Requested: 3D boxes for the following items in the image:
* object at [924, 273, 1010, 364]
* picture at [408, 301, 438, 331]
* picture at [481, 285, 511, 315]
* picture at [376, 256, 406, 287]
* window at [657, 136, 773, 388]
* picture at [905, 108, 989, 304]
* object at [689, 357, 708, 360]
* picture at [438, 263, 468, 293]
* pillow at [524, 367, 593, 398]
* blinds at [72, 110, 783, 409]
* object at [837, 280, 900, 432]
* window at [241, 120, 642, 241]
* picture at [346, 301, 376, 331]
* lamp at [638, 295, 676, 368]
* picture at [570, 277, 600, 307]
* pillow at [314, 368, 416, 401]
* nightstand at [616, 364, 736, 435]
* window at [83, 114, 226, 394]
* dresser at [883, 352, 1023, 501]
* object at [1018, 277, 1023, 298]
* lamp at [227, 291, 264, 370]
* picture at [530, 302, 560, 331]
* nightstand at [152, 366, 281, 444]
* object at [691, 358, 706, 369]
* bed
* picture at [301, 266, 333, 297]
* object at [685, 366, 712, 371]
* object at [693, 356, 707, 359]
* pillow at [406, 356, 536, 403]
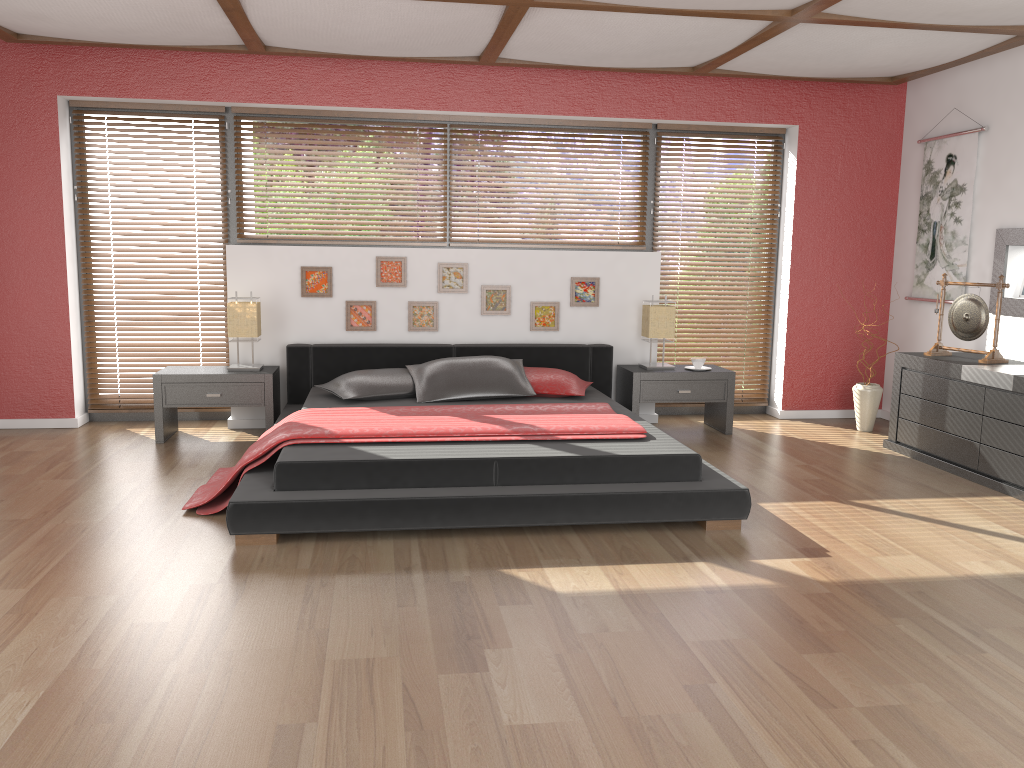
[{"bbox_3d":[2.661,-0.393,5.169,0.173,0.498,0.490,-3,9,-23],"label":"object"},{"bbox_3d":[-0.595,-0.453,5.941,0.200,0.200,0.010,0,8,-9],"label":"picture"},{"bbox_3d":[-0.108,-0.566,5.998,0.200,0.200,0.010,0,8,-9],"label":"picture"},{"bbox_3d":[-0.799,-0.742,5.867,0.200,0.200,0.010,0,8,-9],"label":"picture"},{"bbox_3d":[1.474,-0.870,6.556,0.889,1.893,0.020,0,8,-9],"label":"window"},{"bbox_3d":[2.869,-1.174,5.880,0.028,1.270,0.701,0,8,-9],"label":"picture"},{"bbox_3d":[1.251,-0.172,5.941,0.192,0.007,0.007,-6,11,-39],"label":"object"},{"bbox_3d":[-0.396,-0.709,5.933,0.200,0.200,0.010,0,8,-9],"label":"picture"},{"bbox_3d":[0.121,-0.013,5.578,0.745,0.172,0.418,2,9,10],"label":"pillow"},{"bbox_3d":[-0.447,-0.813,6.202,4.840,1.952,0.032,0,8,-9],"label":"blinds"},{"bbox_3d":[2.396,-0.189,6.063,0.422,1.035,0.364,-5,10,-33],"label":"object"},{"bbox_3d":[-0.444,-1.395,6.185,2.817,0.786,0.020,0,8,-9],"label":"window"},{"bbox_3d":[-1.001,-0.451,5.880,0.200,0.200,0.010,0,8,-9],"label":"picture"},{"bbox_3d":[0.986,-0.358,5.987,0.200,0.480,0.200,0,8,-9],"label":"lamp"},{"bbox_3d":[0.500,-0.631,6.082,0.200,0.200,0.010,0,8,-9],"label":"picture"},{"bbox_3d":[-0.773,0.001,5.389,0.745,0.172,0.418,-5,10,-33],"label":"pillow"},{"bbox_3d":[1.102,0.104,6.032,0.700,0.423,0.413,0,8,-9],"label":"nightstand"},{"bbox_3d":[-2.384,-0.847,5.972,0.889,1.893,0.020,0,8,-9],"label":"window"},{"bbox_3d":[2.750,0.224,4.764,0.540,0.608,1.740,0,8,-9],"label":"dresser"},{"bbox_3d":[3.102,-0.577,5.207,0.041,0.146,0.226,-4,10,-29],"label":"object"},{"bbox_3d":[-1.682,-0.342,5.583,0.200,0.480,0.200,0,8,-9],"label":"lamp"},{"bbox_3d":[0.225,-0.462,6.065,0.200,0.200,0.010,0,8,-9],"label":"picture"},{"bbox_3d":[-1.841,0.122,5.587,0.700,0.423,0.413,0,8,-9],"label":"nightstand"},{"bbox_3d":[1.252,-0.136,5.963,0.099,0.069,0.099,3,9,16],"label":"object"},{"bbox_3d":[-0.361,0.184,4.799,2.469,0.577,2.413,0,8,-9],"label":"bed"},{"bbox_3d":[-1.278,-0.668,5.805,0.200,0.200,0.010,0,8,-9],"label":"picture"},{"bbox_3d":[1.251,-0.104,5.968,0.179,0.012,0.179,3,9,16],"label":"object"},{"bbox_3d":[1.256,-0.175,5.963,0.192,0.007,0.007,-7,12,-44],"label":"object"},{"bbox_3d":[-0.252,-0.041,5.374,0.744,0.241,0.386,-1,9,-13],"label":"pillow"}]
